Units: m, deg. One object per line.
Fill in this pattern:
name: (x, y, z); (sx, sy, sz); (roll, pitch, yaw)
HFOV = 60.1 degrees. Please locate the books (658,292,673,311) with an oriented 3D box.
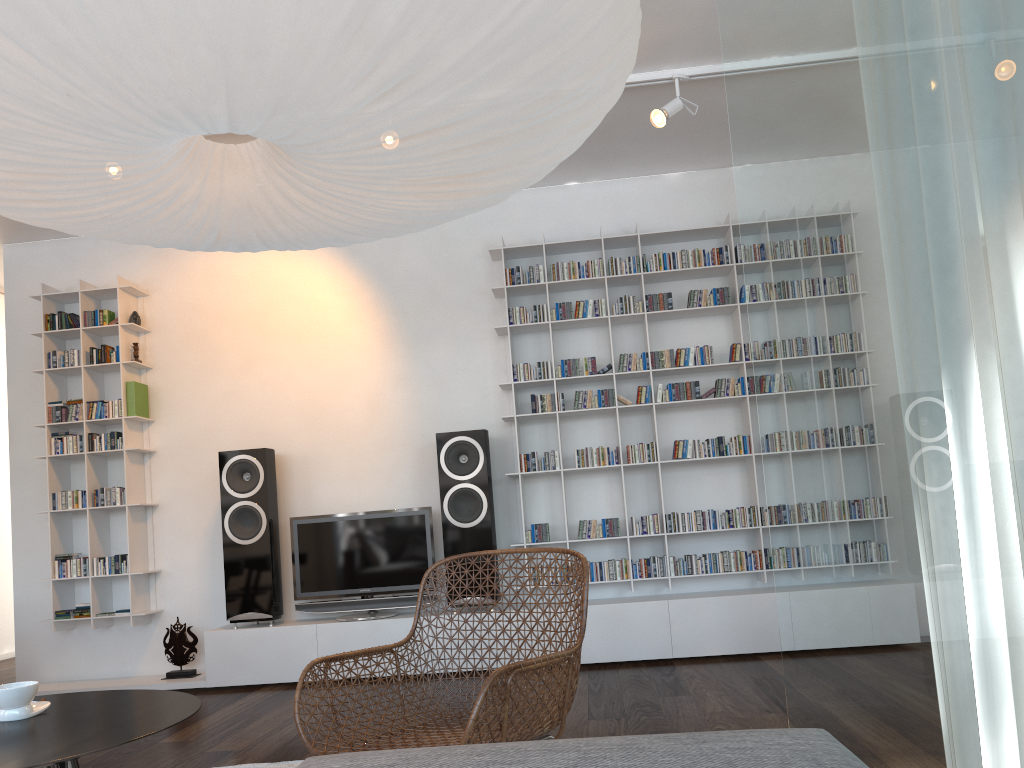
books: (0.872, -0.456, 5.025); (0.074, 0.103, 0.090); (-5, -7, 4)

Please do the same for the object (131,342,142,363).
object: (-2.266, -0.185, 5.334); (0.045, 0.139, 0.065); (-4, -5, -4)

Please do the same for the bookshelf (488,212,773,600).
bookshelf: (0.982, 0.104, 5.027); (2.086, 2.060, 0.228); (-5, -5, 5)

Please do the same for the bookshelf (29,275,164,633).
bookshelf: (-2.496, 0.414, 5.308); (0.640, 2.060, 0.228); (-5, -5, 5)

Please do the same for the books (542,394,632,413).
books: (0.427, 0.096, 5.023); (0.503, 0.105, 0.090); (-5, -6, 5)

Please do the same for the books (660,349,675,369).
books: (0.879, -0.133, 5.000); (0.074, 0.108, 0.090); (-5, -6, 4)

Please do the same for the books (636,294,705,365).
books: (0.892, -0.295, 5.014); (0.350, 0.428, 0.101); (-5, -5, 4)

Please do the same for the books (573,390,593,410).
books: (0.404, 0.095, 5.025); (0.118, 0.107, 0.090); (-5, -6, 4)

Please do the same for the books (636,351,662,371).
books: (0.774, -0.122, 5.010); (0.139, 0.103, 0.100); (-5, -7, 3)

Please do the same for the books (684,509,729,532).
books: (1.078, 0.756, 4.919); (0.234, 0.112, 0.115); (-5, -7, 5)

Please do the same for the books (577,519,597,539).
books: (0.423, 0.816, 4.969); (0.118, 0.107, 0.090); (-5, -6, 4)

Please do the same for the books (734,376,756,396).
books: (1.314, 0.017, 4.952); (0.144, 0.104, 0.100); (-5, -7, 3)

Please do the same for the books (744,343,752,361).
books: (1.414, -0.182, 4.958); (0.232, 0.112, 0.102); (-5, -7, 5)

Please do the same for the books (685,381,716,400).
books: (1.061, 0.040, 4.971); (0.163, 0.105, 0.090); (-5, -6, 5)

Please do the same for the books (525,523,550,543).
books: (0.143, 0.842, 4.993); (0.132, 0.103, 0.100); (-5, -7, 3)

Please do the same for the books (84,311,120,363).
books: (-2.434, -0.273, 5.313); (0.229, 0.331, 0.108); (-5, -5, 5)

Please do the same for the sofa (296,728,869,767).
sofa: (-1.028, 0.659, 0.691); (3.069, 0.667, 2.056); (-5, -8, 4)

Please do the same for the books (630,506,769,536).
books: (1.048, 0.759, 4.922); (0.765, 0.112, 0.115); (-5, -7, 5)

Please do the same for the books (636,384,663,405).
books: (0.776, 0.064, 4.995); (0.158, 0.109, 0.090); (-5, -6, 5)

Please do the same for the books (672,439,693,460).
books: (0.957, 0.369, 4.956); (0.118, 0.107, 0.090); (-5, -6, 4)

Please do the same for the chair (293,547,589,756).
chair: (-0.162, 0.856, 2.570); (0.722, 0.704, 0.687); (-10, -8, 37)

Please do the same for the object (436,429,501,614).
object: (-0.239, 0.777, 5.007); (0.295, 0.996, 0.282); (-5, -5, 4)

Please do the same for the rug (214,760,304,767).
rug: (-0.884, 1.150, 1.783); (2.834, 0.012, 2.864); (-2, -9, -15)

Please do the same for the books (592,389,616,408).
books: (0.519, 0.089, 5.016); (0.132, 0.103, 0.100); (-5, -7, 3)

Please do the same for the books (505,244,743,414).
books: (0.865, -0.316, 5.019); (1.754, 0.852, 0.115); (-5, -5, 5)

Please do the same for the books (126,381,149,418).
books: (-2.249, 0.103, 5.316); (0.049, 0.212, 0.167); (-5, -6, 4)

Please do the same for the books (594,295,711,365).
books: (0.794, -0.291, 5.022); (0.621, 0.435, 0.101); (-5, -5, 4)

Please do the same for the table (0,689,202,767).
table: (-1.039, 0.919, 1.716); (0.847, 0.469, 0.853); (-5, -8, 7)

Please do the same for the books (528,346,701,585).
books: (1.001, 0.150, 4.972); (1.953, 1.808, 0.115); (-5, -5, 5)

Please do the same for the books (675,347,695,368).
books: (0.974, -0.143, 4.993); (0.118, 0.107, 0.090); (-5, -6, 4)

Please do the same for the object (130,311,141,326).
object: (-2.281, -0.391, 5.354); (0.064, 0.100, 0.060); (-2, -6, -19)

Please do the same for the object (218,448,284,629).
object: (-1.484, 0.888, 5.108); (0.295, 0.996, 0.282); (-5, -5, 4)

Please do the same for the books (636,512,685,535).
books: (0.825, 0.779, 4.939); (0.268, 0.112, 0.100); (-5, -7, 3)

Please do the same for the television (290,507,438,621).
television: (-0.841, 1.031, 5.052); (0.791, 0.596, 0.347); (-8, -6, 23)

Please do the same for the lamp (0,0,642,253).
lamp: (-0.504, -0.464, 1.573); (1.480, 0.208, 1.472); (-12, -12, 41)

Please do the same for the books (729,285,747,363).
books: (1.285, -0.332, 4.980); (0.156, 0.428, 0.090); (-5, -5, 5)

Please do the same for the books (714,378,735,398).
books: (1.192, 0.027, 4.961); (0.118, 0.107, 0.090); (-5, -6, 4)

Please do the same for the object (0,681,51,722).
object: (-1.042, 0.674, 1.889); (0.091, 0.068, 0.140); (-7, -8, 16)

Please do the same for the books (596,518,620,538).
books: (0.538, 0.807, 4.961); (0.132, 0.103, 0.100); (-5, -7, 3)

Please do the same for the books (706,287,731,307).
books: (1.165, -0.482, 5.002); (0.132, 0.103, 0.100); (-5, -7, 3)

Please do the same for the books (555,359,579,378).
books: (0.314, -0.081, 5.047); (0.132, 0.103, 0.100); (-5, -7, 3)

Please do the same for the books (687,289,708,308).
books: (1.050, -0.472, 5.011); (0.118, 0.107, 0.090); (-5, -6, 4)

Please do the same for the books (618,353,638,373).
books: (0.655, -0.114, 5.018); (0.118, 0.107, 0.090); (-5, -6, 4)

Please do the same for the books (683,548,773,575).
books: (1.503, 0.836, 4.876); (1.133, 0.347, 0.115); (-5, -5, 5)

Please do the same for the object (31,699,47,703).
object: (-1.139, 0.725, 1.995); (0.168, 0.015, 0.015); (-3, -7, -8)

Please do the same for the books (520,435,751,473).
books: (1.007, 0.366, 4.955); (1.925, 0.113, 0.115); (-5, -7, 5)

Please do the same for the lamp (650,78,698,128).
lamp: (0.727, -1.264, 3.998); (0.250, 0.238, 0.086); (0, -6, -29)

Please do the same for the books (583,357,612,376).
books: (0.488, -0.096, 5.032); (0.163, 0.105, 0.090); (-5, -6, 5)

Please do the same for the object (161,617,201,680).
object: (-1.929, 1.528, 5.142); (0.213, 0.348, 0.122); (-5, -5, 5)

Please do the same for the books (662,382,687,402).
books: (0.912, 0.053, 4.984); (0.132, 0.103, 0.100); (-5, -7, 3)

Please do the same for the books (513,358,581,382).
books: (0.201, -0.071, 5.056); (0.384, 0.103, 0.102); (-5, -7, 5)
